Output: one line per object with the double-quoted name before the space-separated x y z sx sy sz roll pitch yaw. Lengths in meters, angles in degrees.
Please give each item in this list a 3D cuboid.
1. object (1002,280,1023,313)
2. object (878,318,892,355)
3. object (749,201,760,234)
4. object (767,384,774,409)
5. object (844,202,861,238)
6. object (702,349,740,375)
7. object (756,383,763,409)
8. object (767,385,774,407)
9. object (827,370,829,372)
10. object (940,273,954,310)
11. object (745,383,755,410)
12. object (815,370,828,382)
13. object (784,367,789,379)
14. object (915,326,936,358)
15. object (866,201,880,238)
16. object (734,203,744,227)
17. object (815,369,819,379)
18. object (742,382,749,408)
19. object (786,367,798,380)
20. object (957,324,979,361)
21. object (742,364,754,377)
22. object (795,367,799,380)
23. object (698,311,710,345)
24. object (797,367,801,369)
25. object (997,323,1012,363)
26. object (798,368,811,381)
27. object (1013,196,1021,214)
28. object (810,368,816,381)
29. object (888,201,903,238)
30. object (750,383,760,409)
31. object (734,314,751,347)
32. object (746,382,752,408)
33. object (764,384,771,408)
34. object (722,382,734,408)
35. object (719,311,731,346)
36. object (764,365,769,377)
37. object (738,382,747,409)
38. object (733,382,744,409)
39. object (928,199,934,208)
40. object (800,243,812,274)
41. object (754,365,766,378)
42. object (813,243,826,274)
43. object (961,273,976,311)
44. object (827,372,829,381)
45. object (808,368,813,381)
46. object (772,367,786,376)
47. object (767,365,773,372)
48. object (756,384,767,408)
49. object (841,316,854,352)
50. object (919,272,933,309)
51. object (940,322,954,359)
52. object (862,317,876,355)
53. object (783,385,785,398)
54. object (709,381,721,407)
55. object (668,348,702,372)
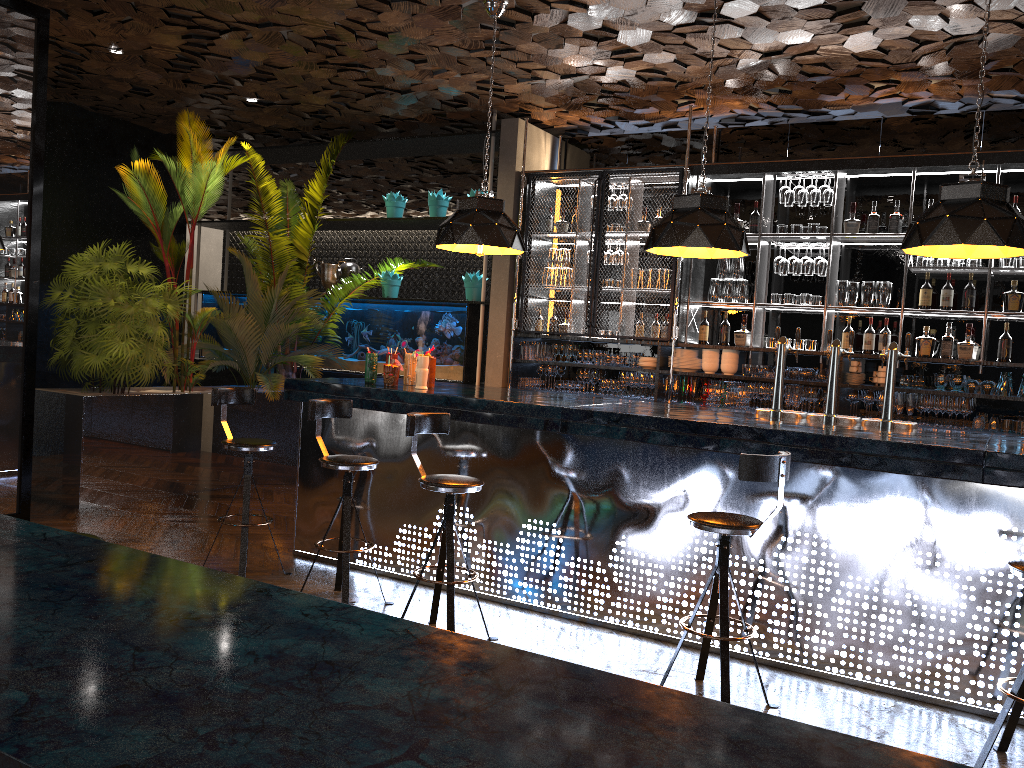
"object" 3.694 -0.639 6.536 0.151 0.248 0.094 5 3 18
"object" 2.937 -0.371 6.979 0.086 0.298 0.086 3 3 -12
"object" 2.048 -1.390 7.469 0.086 0.299 0.086 3 3 -12
"object" 2.166 0.107 7.473 0.084 0.216 0.084 5 3 28
"object" 2.719 -1.310 7.086 0.123 0.279 0.123 5 3 18
"object" 1.758 -0.192 7.495 0.309 0.216 0.149 5 3 27
"object" 2.090 0.099 7.524 0.084 0.216 0.084 3 3 -22
"object" 2.114 0.116 7.199 0.084 0.216 0.084 3 3 -18
"object" 2.552 -0.069 7.261 0.095 0.096 0.095 1 4 -44
"object" 3.329 -0.701 6.780 0.086 0.298 0.086 3 3 -12
"object" 1.954 0.101 7.290 0.084 0.216 0.084 5 3 18
"object" 2.451 -0.064 7.009 0.095 0.096 0.095 4 3 3
"object" 2.256 -0.095 7.371 0.109 0.100 0.109 4 3 13
"object" 3.184 -0.322 6.830 0.151 0.248 0.094 5 3 18
"object" 2.855 -1.300 7.007 0.083 0.282 0.083 4 3 15
"object" 1.905 -1.391 7.531 0.123 0.279 0.123 5 3 18
"object" 2.480 -0.067 7.112 0.095 0.096 0.095 5 3 30
"object" 1.970 0.095 7.492 0.082 0.213 0.082 5 3 17
"object" 2.269 -0.085 7.177 0.093 0.099 0.093 1 4 -44
"object" 3.432 -0.314 6.673 0.123 0.279 0.123 6 4 43
"object" 1.940 -0.112 7.299 0.100 0.100 0.089 6 3 34
"object" 2.322 -0.086 7.271 0.093 0.099 0.093 5 3 17
"object" 1.670 -0.487 7.697 0.086 0.299 0.086 3 3 -12
"object" 2.373 -0.087 7.363 0.093 0.099 0.093 5 3 31
"object" 3.639 -0.305 6.543 0.086 0.297 0.086 2 3 -27
"object" 2.333 -0.077 7.087 0.093 0.099 0.093 1 4 -41
"object" 3.702 -1.238 6.535 0.086 0.298 0.086 3 3 -12
"object" 2.436 -0.079 7.265 0.093 0.099 0.093 5 3 17
"object" 2.999 -1.287 6.925 0.083 0.282 0.083 6 4 45
"object" 2.026 0.101 7.404 0.084 0.216 0.084 6 4 42
"object" 1.961 -0.449 7.508 0.123 0.279 0.123 6 4 43
"object" 2.016 0.094 7.567 0.082 0.213 0.082 5 3 20
"object" 2.103 0.108 7.356 0.084 0.216 0.084 5 3 22
"object" 1.795 0.088 7.386 0.082 0.213 0.082 2 3 -27
"object" 1.820 -0.472 7.575 0.086 0.297 0.086 2 3 -27
"object" 2.099 -0.107 7.413 0.100 0.100 0.089 3 3 -19
"object" 1.925 0.095 7.415 0.082 0.213 0.082 4 3 11
"object" 1.874 0.096 7.339 0.082 0.213 0.082 2 3 -31
"object" 3.206 -1.274 6.808 0.083 0.282 0.083 4 3 15
"object" 2.379 -1.016 7.176 0.092 0.244 0.092 3 3 -10
"object" 2.039 -0.106 7.307 0.100 0.100 0.089 3 3 -24
"object" 2.469 -1.008 7.125 0.092 0.244 0.092 3 3 -10
"object" 3.447 -0.688 6.681 0.086 0.297 0.086 3 3 -12
"object" 2.548 -0.059 7.036 0.095 0.096 0.095 2 3 -36
"object" 2.381 -0.078 7.179 0.093 0.099 0.093 4 3 1
"object" 2.178 -0.094 7.233 0.109 0.100 0.109 4 3 13
"object" 2.153 -0.107 7.498 0.089 0.100 0.100 5 3 23
"object" 2.035 0.109 7.243 0.084 0.216 0.084 6 4 45
"object" 2.697 -0.392 7.113 0.086 0.299 0.086 3 3 -12
"object" 3.190 -0.711 6.830 0.086 0.299 0.086 3 3 -12
"object" 3.319 -0.327 6.753 0.083 0.282 0.083 5 3 30
"object" 2.846 -0.381 7.058 0.086 0.298 0.086 3 3 -12
"object" 2.248 0.114 7.434 0.084 0.216 0.084 2 3 -38
"object" 1.705 0.080 7.438 0.082 0.213 0.082 2 3 -31
"object" 1.506 -0.206 7.677 0.306 0.195 0.300 5 3 31
